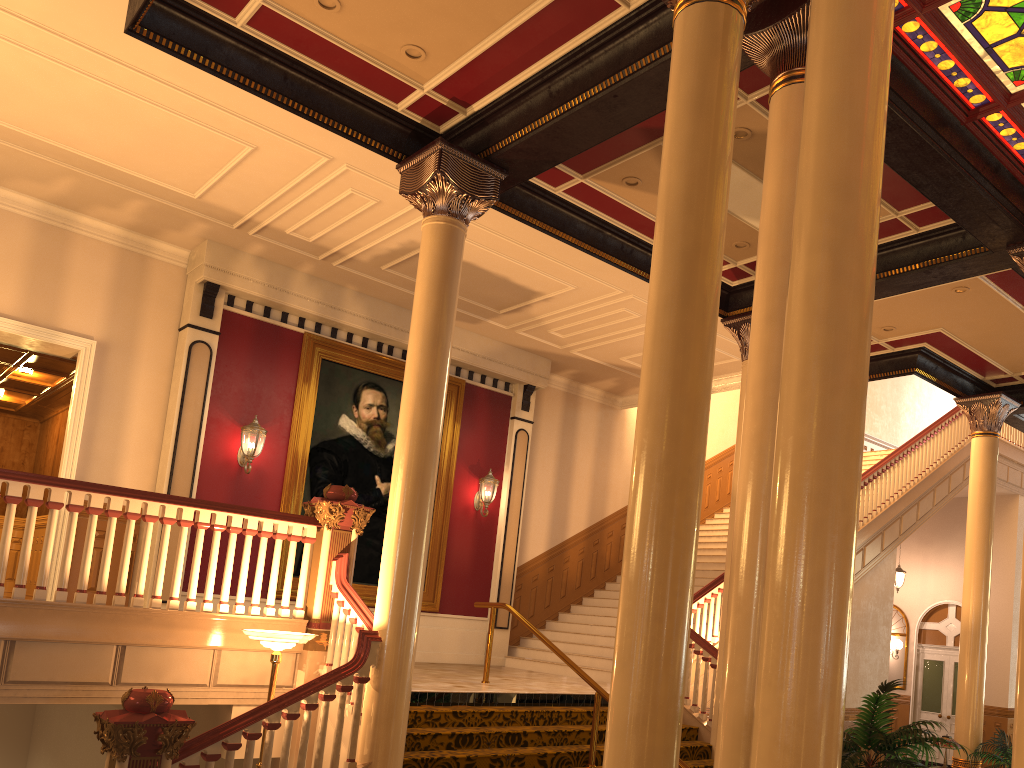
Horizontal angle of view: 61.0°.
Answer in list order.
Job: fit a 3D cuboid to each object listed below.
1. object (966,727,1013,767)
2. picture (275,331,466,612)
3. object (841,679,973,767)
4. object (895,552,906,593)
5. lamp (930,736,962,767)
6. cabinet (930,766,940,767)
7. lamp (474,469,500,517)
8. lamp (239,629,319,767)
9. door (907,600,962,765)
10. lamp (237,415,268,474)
[{"bbox_3d":[6.428,5.149,11.188,1.008,1.412,1.138,7,-10,-10],"label":"object"},{"bbox_3d":[-1.865,1.310,11.920,2.689,3.393,0.053,13,-9,-39],"label":"picture"},{"bbox_3d":[1.636,2.408,3.914,0.996,2.116,1.142,-1,-10,39],"label":"object"},{"bbox_3d":[-0.119,0.256,5.813,0.644,4.224,31.708,2,-14,33],"label":"object"},{"bbox_3d":[5.412,4.603,10.841,0.337,0.413,0.307,14,-12,-42],"label":"lamp"},{"bbox_3d":[5.102,5.142,10.527,1.326,0.852,0.531,15,-13,-39],"label":"cabinet"},{"bbox_3d":[-0.381,1.625,12.985,0.335,0.718,0.380,11,-10,-39],"label":"lamp"},{"bbox_3d":[-1.896,2.888,6.588,0.559,1.979,0.612,1,-8,33],"label":"lamp"},{"bbox_3d":[9.299,6.369,18.605,0.212,3.420,1.422,10,-8,-38],"label":"door"},{"bbox_3d":[-3.187,0.740,10.615,0.335,0.718,0.380,11,-10,-39],"label":"lamp"}]
